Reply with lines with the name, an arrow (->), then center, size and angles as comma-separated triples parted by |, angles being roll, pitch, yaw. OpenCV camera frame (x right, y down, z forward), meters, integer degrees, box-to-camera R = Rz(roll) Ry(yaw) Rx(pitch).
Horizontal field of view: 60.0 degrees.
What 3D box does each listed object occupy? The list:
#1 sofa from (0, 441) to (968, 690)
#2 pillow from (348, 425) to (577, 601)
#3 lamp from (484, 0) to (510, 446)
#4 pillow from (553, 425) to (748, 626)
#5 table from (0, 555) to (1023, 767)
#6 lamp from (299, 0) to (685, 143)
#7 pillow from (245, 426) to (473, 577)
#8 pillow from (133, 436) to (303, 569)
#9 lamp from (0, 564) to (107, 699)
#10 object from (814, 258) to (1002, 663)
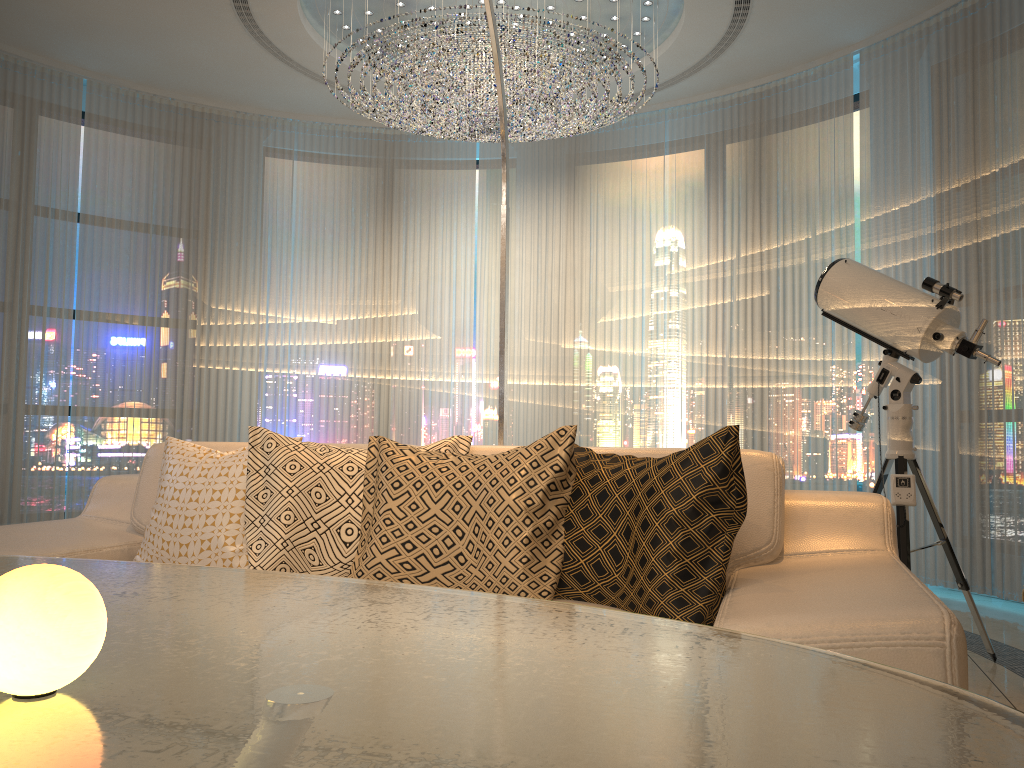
sofa -> -0.290, 0.523, 2.120 | 2.328, 0.754, 1.145 | 0, -4, 17
pillow -> -0.109, 0.313, 2.092 | 0.575, 0.436, 0.301 | -1, -4, 23
lamp -> -0.310, -0.366, 2.070 | 0.393, 2.519, 2.009 | 0, -4, 17
pillow -> 0.269, 0.309, 1.952 | 0.301, 0.436, 0.575 | 4, -5, -42
table -> -0.680, 0.511, 0.808 | 2.140, 0.565, 0.999 | 0, -4, 16
lamp -> -0.113, -1.731, 4.923 | 2.109, 0.685, 2.109 | 3, -4, -28
pillow -> -0.393, 0.325, 2.254 | 0.587, 0.429, 0.288 | 1, -4, -8
pillow -> -0.782, 0.328, 2.341 | 0.463, 0.380, 0.222 | -1, -4, 21
lamp -> -0.339, 0.175, 0.634 | 0.090, 0.091, 0.090 | 2, -4, -23
object -> 1.350, 0.246, 3.085 | 0.616, 1.471, 0.570 | -1, -4, 23
